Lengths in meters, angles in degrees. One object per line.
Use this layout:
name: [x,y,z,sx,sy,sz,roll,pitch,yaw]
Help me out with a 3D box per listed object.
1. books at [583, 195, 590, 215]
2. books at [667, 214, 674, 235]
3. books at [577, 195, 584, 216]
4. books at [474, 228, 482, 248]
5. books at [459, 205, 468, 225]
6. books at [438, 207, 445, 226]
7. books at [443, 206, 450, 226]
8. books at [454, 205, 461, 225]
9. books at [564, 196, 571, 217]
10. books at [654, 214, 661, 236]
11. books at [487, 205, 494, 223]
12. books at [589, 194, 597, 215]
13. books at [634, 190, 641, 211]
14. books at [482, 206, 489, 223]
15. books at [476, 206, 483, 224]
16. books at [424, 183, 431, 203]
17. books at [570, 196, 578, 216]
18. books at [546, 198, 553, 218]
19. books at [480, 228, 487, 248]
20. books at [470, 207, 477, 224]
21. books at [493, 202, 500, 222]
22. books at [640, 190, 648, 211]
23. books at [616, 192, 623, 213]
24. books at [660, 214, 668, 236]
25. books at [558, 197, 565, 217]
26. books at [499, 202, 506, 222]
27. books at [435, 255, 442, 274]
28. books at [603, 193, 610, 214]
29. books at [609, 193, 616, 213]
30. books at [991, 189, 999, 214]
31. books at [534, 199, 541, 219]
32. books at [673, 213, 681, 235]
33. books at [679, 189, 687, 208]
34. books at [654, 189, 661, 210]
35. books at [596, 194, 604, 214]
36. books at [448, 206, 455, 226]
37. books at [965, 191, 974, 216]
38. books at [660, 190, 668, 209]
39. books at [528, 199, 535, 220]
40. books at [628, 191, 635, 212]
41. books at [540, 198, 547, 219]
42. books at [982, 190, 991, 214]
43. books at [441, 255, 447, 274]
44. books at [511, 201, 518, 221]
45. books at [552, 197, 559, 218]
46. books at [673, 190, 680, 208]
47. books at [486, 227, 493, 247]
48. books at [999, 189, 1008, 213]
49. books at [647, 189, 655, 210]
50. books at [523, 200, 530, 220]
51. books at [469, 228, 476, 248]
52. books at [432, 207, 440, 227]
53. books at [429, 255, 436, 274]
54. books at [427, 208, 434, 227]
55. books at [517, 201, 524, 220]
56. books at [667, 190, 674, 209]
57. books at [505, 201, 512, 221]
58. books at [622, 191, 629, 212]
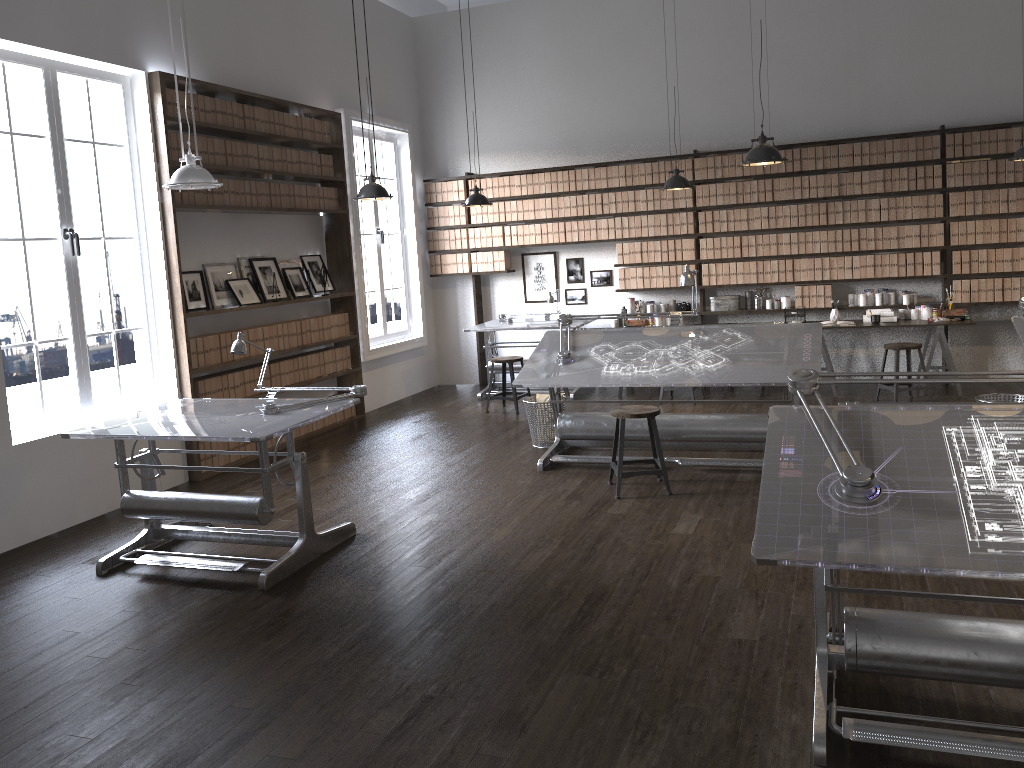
books: [0.830,-1.951,9.683,0.066,0.224,0.175,-1,7,21]
books: [1.693,-1.693,9.393,0.066,0.224,0.175,-1,7,21]
books: [0.770,-1.949,9.701,0.067,0.224,0.175,-1,7,21]
books: [-0.361,-1.677,10.162,0.066,0.224,0.175,-1,7,21]
books: [-0.534,-1.946,10.196,0.066,0.224,0.175,-1,7,21]
books: [-0.786,-1.944,10.288,0.066,0.224,0.175,-1,7,21]
books: [-0.726,-1.945,10.267,0.066,0.224,0.175,-1,7,21]
books: [-0.600,-1.946,10.221,0.066,0.224,0.175,-1,7,21]
books: [0.635,-1.949,9.755,0.066,0.224,0.175,-1,7,21]
books: [1.567,-1.692,9.439,0.066,0.224,0.175,-1,7,21]
books: [-0.213,-1.943,10.075,0.066,0.224,0.175,-1,7,21]
books: [0.902,-1.952,9.658,0.066,0.224,0.175,-1,7,21]
books: [1.366,-1.955,9.482,0.066,0.224,0.175,-1,7,21]
books: [-0.274,-1.942,10.093,0.067,0.224,0.175,-1,7,21]
books: [-0.341,-1.941,10.118,0.066,0.224,0.175,-1,7,21]
books: [-0.947,-2.216,10.311,0.067,0.224,0.175,-1,7,21]
books: [0.702,-1.949,9.726,0.066,0.224,0.175,-1,7,21]
books: [0.438,-1.947,9.827,0.067,0.224,0.175,-1,7,21]
books: [-0.294,-1.678,10.141,0.066,0.224,0.175,-1,7,21]
books: [-0.408,-1.941,10.147,0.066,0.224,0.175,-1,7,21]
books: [-0.151,-1.944,10.054,0.066,0.224,0.175,-1,7,21]
books: [1.424,-1.955,9.459,0.066,0.224,0.175,-1,7,21]
books: [1.174,-1.954,9.555,0.066,0.224,0.175,-1,7,21]
books: [1.628,-1.691,9.411,0.067,0.224,0.175,-1,7,21]
books: [0.571,-1.949,9.783,0.066,0.224,0.175,-1,7,21]
books: [-0.084,-1.943,10.023,0.067,0.224,0.175,-1,7,21]
books: [-0.827,-1.399,10.368,0.067,0.224,0.175,-1,7,21]
books: [1.042,-1.953,9.606,0.066,0.224,0.175,-1,7,21]
books: [1.107,-1.952,9.576,0.066,0.224,0.175,-1,7,21]
books: [4.530,-1.713,8.327,0.066,0.224,0.175,-1,7,21]
books: [0.313,-1.947,9.878,0.066,0.224,0.175,-1,7,21]
books: [1.760,-1.693,9.368,0.066,0.224,0.175,-1,7,21]
books: [1.810,-1.958,9.314,0.066,0.224,0.175,-1,7,21]
books: [1.558,-1.956,9.410,0.066,0.224,0.175,-1,7,21]
books: [0.970,-1.951,9.627,0.067,0.224,0.175,-1,7,21]
books: [-0.665,-1.944,10.239,0.067,0.224,0.175,-1,7,21]
books: [4.330,-1.710,8.396,0.066,0.224,0.175,-1,7,21]
books: [1.624,-1.957,9.387,0.066,0.224,0.175,-1,7,21]
books: [0.249,-1.946,9.897,0.067,0.224,0.175,-1,7,21]
books: [1.302,-1.954,9.501,0.067,0.224,0.175,-1,7,21]
books: [0.371,-1.947,9.854,0.066,0.224,0.175,-1,7,21]
books: [4.466,-1.713,8.353,0.066,0.224,0.175,-1,7,21]
books: [-0.756,-1.400,10.347,0.066,0.224,0.175,-1,7,21]
books: [0.054,-1.945,9.972,0.066,0.224,0.175,-1,7,21]
books: [0.505,-1.948,9.806,0.066,0.224,0.175,-1,7,21]
books: [1.751,-1.958,9.337,0.066,0.224,0.175,-1,7,21]
books: [-0.229,-1.678,10.114,0.066,0.224,0.175,-1,7,21]
books: [4.595,-1.713,8.298,0.067,0.224,0.175,-1,7,21]
books: [1.491,-1.955,9.431,0.067,0.224,0.175,-1,7,21]
books: [0.188,-1.946,9.926,0.066,0.224,0.175,-1,7,21]
books: [-0.430,-1.676,10.184,0.066,0.224,0.175,-1,7,21]
books: [-0.854,-1.943,10.312,0.067,0.224,0.175,-1,7,21]
books: [-0.896,-1.399,10.400,0.066,0.224,0.175,-1,7,21]
books: [-0.918,-1.943,10.340,0.066,0.224,0.175,-1,7,21]
books: [0.121,-1.946,9.951,0.066,0.224,0.175,-1,7,21]
books: [1.687,-1.956,9.356,0.067,0.224,0.175,-1,7,21]
books: [-0.011,-1.945,10.001,0.066,0.224,0.175,-1,7,21]
books: [1.241,-1.954,9.530,0.066,0.224,0.175,-1,7,21]
